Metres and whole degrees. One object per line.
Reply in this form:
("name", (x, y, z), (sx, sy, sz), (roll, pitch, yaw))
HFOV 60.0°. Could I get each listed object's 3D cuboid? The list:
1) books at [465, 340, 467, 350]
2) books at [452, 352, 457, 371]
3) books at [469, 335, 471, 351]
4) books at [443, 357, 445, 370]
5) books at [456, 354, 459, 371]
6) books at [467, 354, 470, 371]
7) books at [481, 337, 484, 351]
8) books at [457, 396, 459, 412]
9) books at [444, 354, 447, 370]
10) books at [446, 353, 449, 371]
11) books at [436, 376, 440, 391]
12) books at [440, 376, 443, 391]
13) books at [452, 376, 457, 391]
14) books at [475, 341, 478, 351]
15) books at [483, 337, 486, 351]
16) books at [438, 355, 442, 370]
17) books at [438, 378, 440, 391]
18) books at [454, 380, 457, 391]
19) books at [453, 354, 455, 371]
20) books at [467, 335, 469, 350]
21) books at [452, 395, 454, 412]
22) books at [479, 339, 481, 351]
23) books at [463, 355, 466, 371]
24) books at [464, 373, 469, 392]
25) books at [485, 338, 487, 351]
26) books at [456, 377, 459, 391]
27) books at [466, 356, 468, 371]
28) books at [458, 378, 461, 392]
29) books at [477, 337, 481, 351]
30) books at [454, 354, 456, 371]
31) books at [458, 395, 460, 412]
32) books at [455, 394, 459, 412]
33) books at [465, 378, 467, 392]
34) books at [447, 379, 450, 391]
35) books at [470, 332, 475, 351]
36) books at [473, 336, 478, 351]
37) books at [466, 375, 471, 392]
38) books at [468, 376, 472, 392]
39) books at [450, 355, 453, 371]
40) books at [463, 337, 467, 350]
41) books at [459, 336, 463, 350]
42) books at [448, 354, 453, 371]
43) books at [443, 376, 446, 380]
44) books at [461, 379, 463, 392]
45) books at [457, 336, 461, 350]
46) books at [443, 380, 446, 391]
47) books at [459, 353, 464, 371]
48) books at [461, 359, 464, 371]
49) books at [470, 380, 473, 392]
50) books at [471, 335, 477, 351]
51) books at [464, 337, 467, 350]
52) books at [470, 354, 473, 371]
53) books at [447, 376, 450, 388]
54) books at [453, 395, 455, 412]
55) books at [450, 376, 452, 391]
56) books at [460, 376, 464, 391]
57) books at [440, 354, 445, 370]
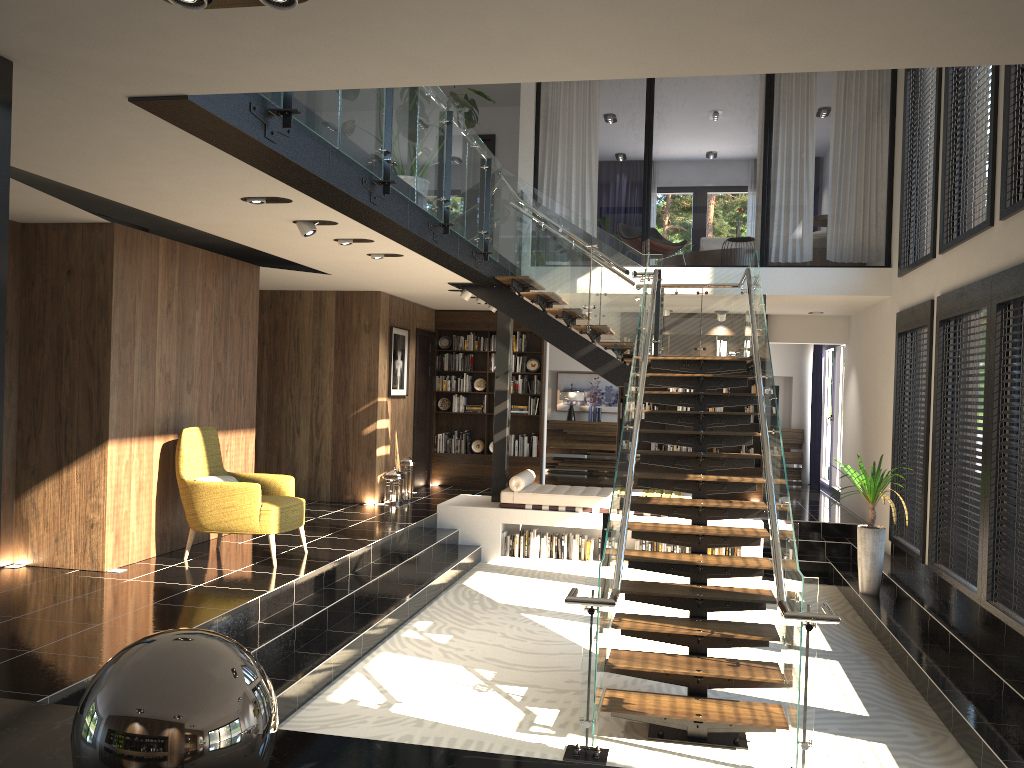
("books", (-0.684, -0.588, 13.621), (0.035, 0.156, 0.186), (2, 0, 11))
("books", (-0.885, -0.346, 13.655), (0.015, 0.287, 0.154), (2, 0, 11))
("books", (-0.621, -0.628, 13.578), (0.025, 0.239, 0.220), (2, 0, 11))
("books", (-1.028, -0.308, 13.672), (0.025, 0.204, 0.192), (2, 0, 11))
("books", (-0.825, -0.327, 13.648), (0.032, 0.255, 0.160), (2, 0, 11))
("books", (-0.652, -0.326, 13.618), (0.025, 0.263, 0.147), (2, 0, 11))
("books", (-0.441, -0.608, 13.575), (0.027, 0.212, 0.180), (2, 0, 11))
("books", (-0.819, 0.311, 13.651), (0.031, 0.245, 0.120), (2, 0, 11))
("books", (-0.998, -0.333, 13.665), (0.035, 0.255, 0.183), (2, 0, 11))
("books", (-0.971, -0.338, 13.657), (0.022, 0.267, 0.197), (2, 0, 11))
("books", (-1.139, -0.006, 13.722), (0.030, 0.224, 0.166), (2, 0, 11))
("books", (-1.075, -0.010, 13.674), (0.022, 0.235, 0.194), (2, 0, 11))
("books", (-0.890, -0.006, 13.645), (0.026, 0.237, 0.164), (2, 0, 11))
("books", (-0.528, -0.580, 13.616), (0.040, 0.149, 0.125), (2, 0, 11))
("books", (-0.409, -0.608, 13.561), (0.039, 0.212, 0.172), (2, 0, 11))
("books", (-1.114, -0.324, 13.695), (0.023, 0.231, 0.143), (2, 0, 11))
("books", (-1.103, 0.011, 13.709), (0.045, 0.192, 0.164), (2, 0, 11))
("books", (-0.863, 0.030, 13.653), (0.026, 0.167, 0.173), (2, 0, 11))
("books", (-0.869, -0.329, 13.649), (0.018, 0.256, 0.172), (2, 0, 11))
("books", (-0.650, -0.624, 13.596), (0.039, 0.230, 0.205), (2, 0, 11))
("books", (-0.888, 0.299, 13.664), (0.020, 0.264, 0.152), (2, 0, 11))
("books", (-0.472, -0.590, 13.562), (0.029, 0.172, 0.187), (2, 0, 11))
("books", (-0.715, -0.317, 13.633), (0.028, 0.240, 0.148), (2, 0, 11))
("books", (-0.703, -0.024, 13.609), (0.018, 0.284, 0.198), (2, 0, 11))
("books", (-0.382, -0.602, 13.541), (0.023, 0.202, 0.201), (2, 0, 11))
("books", (-0.822, 0.007, 13.653), (0.053, 0.216, 0.151), (2, 0, 11))
("books", (-0.677, -0.317, 13.618), (0.024, 0.242, 0.144), (2, 0, 11))
("books", (-0.795, 0.013, 13.612), (0.016, 0.206, 0.204), (2, 0, 11))
("books", (-0.494, -0.613, 13.600), (0.030, 0.217, 0.165), (2, 0, 11))
("books", (-0.855, -0.333, 13.627), (0.019, 0.264, 0.175), (2, 0, 11))
("books", (-0.792, 0.301, 13.639), (0.024, 0.265, 0.148), (2, 0, 11))
("books", (-0.848, 0.295, 13.630), (0.018, 0.275, 0.144), (2, 0, 11))
("books", (-0.684, 0.014, 13.621), (0.018, 0.210, 0.157), (2, 0, 11))
("books", (-0.954, 0.021, 13.664), (0.035, 0.180, 0.165), (2, 0, 11))
("books", (-0.602, -0.647, 13.573), (0.012, 0.278, 0.228), (2, 0, 11))
("books", (-0.560, -0.623, 13.601), (0.020, 0.235, 0.206), (2, 0, 11))
("books", (-0.666, -0.010, 13.605), (0.021, 0.260, 0.197), (2, 0, 11))
("books", (-0.640, -0.002, 13.622), (0.023, 0.245, 0.133), (2, 0, 11))
("books", (-0.918, -0.324, 13.631), (0.039, 0.243, 0.179), (2, 0, 11))
("books", (-0.730, -0.617, 13.641), (0.014, 0.212, 0.184), (2, 0, 11))
("books", (-0.767, -0.620, 13.642), (0.059, 0.216, 0.159), (2, 0, 11))
("books", (-0.946, -0.334, 13.657), (0.027, 0.260, 0.181), (2, 0, 11))
("books", (-1.047, -0.007, 13.716), (0.018, 0.232, 0.123), (2, 0, 11))
("books", (-0.752, 0.020, 13.619), (0.025, 0.194, 0.172), (2, 0, 11))
("books", (-0.810, -0.625, 13.643), (0.026, 0.222, 0.202), (2, 0, 11))
("books", (-1.024, 0.025, 13.692), (0.037, 0.169, 0.148), (2, 0, 11))
("books", (-0.773, -0.335, 13.620), (0.033, 0.273, 0.189), (2, 0, 11))
("books", (-0.749, -0.292, 13.603), (0.025, 0.188, 0.181), (2, 0, 11))
("books", (-0.624, 0.031, 13.608), (0.015, 0.181, 0.136), (2, 0, 11))
("books", (-0.582, -0.629, 13.594), (0.020, 0.245, 0.228), (2, 0, 11))
("books", (-0.708, -0.612, 13.654), (0.025, 0.203, 0.156), (2, 0, 11))
("books", (-0.622, -0.327, 13.613), (0.035, 0.266, 0.133), (2, 0, 11))
("books", (-0.975, -0.007, 13.697), (0.019, 0.236, 0.139), (2, 0, 11))
("books", (-0.872, 0.302, 13.624), (0.026, 0.257, 0.192), (2, 0, 11))
("books", (-0.916, -0.005, 13.671), (0.036, 0.235, 0.169), (2, 0, 11))
("books", (-0.771, -0.005, 13.635), (0.020, 0.243, 0.154), (2, 0, 11))
("books", (-1.067, -0.334, 13.706), (0.066, 0.255, 0.127), (2, 0, 11))
